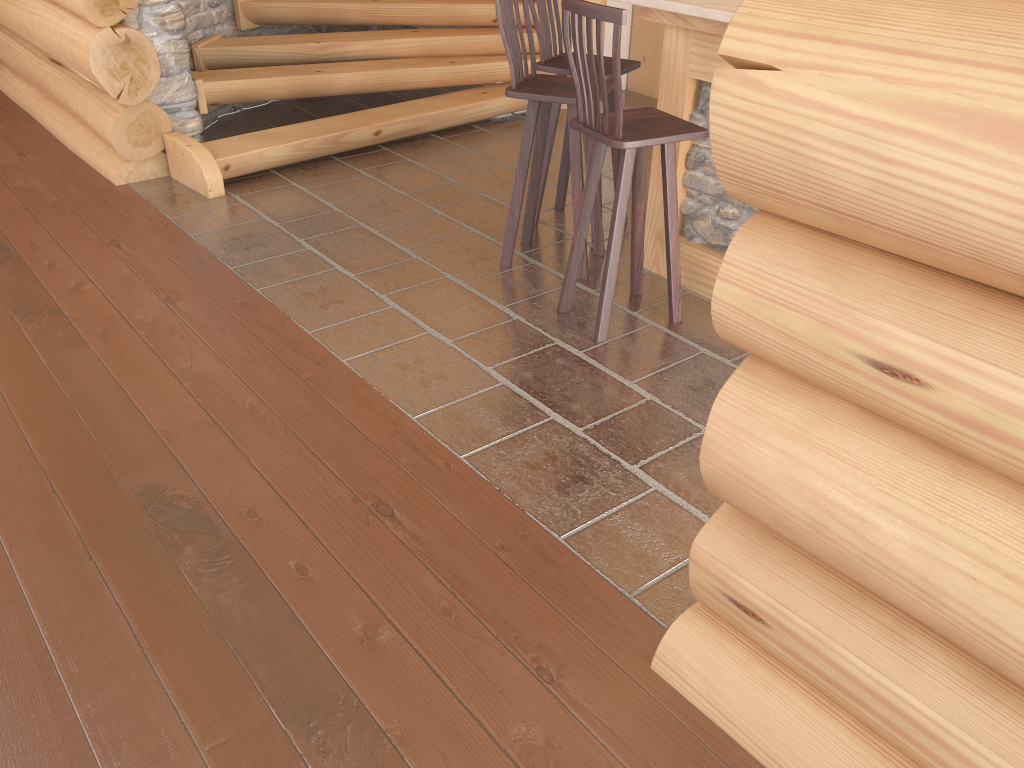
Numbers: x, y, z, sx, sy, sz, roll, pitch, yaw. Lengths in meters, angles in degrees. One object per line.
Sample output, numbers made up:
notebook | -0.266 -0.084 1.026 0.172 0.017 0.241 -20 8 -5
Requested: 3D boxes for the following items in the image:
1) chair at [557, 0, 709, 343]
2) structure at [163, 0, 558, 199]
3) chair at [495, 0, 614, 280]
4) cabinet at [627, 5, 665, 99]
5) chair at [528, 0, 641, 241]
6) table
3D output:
chair | 0.465 -0.857 3.599 0.504 1.319 0.406 -15 35 -24
structure | -1.119 -2.780 6.366 3.604 1.643 1.951 -26 41 -37
chair | 0.193 -1.192 4.133 0.504 1.319 0.406 12 33 17
cabinet | 1.887 -3.665 7.151 1.847 2.403 0.670 -22 38 -32
chair | 0.349 -1.451 4.557 0.504 1.319 0.406 19 36 26
table | 1.790 -0.729 3.491 1.196 1.257 3.220 -22 38 -32
